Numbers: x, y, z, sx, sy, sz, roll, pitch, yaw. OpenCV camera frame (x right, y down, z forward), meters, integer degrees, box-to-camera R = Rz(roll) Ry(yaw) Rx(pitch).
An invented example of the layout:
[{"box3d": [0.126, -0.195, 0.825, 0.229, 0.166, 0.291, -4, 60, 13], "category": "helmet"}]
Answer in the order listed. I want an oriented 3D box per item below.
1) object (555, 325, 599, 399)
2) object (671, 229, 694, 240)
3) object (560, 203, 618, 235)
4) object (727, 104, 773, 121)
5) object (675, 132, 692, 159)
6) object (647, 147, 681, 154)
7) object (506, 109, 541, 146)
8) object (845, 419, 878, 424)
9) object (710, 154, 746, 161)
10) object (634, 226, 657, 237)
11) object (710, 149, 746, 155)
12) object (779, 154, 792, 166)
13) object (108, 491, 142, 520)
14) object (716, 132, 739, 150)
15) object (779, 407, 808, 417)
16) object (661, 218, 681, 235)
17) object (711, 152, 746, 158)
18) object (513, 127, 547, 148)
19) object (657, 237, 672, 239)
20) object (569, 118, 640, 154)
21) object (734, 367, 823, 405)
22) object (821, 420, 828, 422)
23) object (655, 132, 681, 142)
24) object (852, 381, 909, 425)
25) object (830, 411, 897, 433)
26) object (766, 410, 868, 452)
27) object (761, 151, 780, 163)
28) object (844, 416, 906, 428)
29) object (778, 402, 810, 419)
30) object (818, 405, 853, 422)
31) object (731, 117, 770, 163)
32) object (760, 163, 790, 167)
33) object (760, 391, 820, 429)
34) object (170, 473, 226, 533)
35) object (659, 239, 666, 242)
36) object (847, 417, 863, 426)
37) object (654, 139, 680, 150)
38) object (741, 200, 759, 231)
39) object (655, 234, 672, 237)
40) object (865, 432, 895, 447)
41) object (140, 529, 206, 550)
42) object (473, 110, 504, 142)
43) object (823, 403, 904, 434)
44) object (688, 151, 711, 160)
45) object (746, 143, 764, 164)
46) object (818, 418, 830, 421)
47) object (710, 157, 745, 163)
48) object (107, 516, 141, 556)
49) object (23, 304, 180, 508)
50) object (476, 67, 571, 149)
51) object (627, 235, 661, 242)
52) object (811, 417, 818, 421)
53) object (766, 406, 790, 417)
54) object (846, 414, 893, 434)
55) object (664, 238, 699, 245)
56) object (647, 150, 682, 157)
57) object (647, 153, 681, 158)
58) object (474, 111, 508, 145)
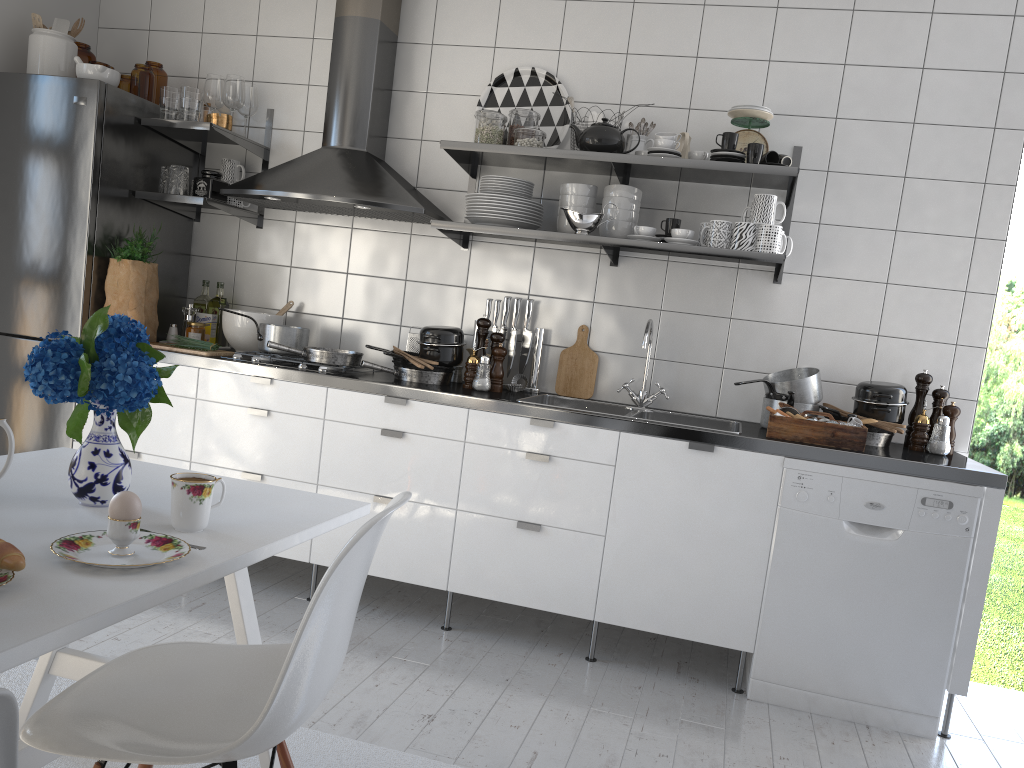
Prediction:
[{"box3d": [0.267, -0.092, 3.550, 0.157, 0.295, 0.047, 9, 6, 14], "category": "object"}, {"box3d": [0.592, -0.511, 3.086, 0.079, 0.048, 0.082, 9, 5, 26], "category": "object"}, {"box3d": [0.274, -0.594, 3.200, 0.210, 0.135, 0.101, 7, 5, -4], "category": "object"}, {"box3d": [0.866, -0.977, 3.221, 0.163, 0.047, 0.163, 5, 4, -27], "category": "object"}, {"box3d": [0.618, -0.856, 3.291, 0.127, 0.152, 0.115, 11, 7, 40], "category": "object"}, {"box3d": [0.533, -0.808, 3.117, 0.121, 0.024, 0.121, 8, 4, 9], "category": "object"}, {"box3d": [0.039, -0.943, 3.357, 0.121, 0.171, 0.121, 11, 6, 33], "category": "object"}, {"box3d": [1.077, 0.146, 2.974, 0.270, 0.095, 0.050, 9, 6, 19], "category": "object"}, {"box3d": [0.742, -0.768, 3.052, 0.121, 0.021, 0.121, 8, 4, 18], "category": "object"}, {"box3d": [0.470, -0.530, 3.141, 0.079, 0.048, 0.082, 8, 4, 6], "category": "object"}, {"box3d": [0.742, -0.787, 3.051, 0.121, 0.023, 0.120, 4, 5, -35], "category": "object"}, {"box3d": [0.922, -0.768, 3.051, 0.069, 0.059, 0.082, 7, 5, -8], "category": "object"}, {"box3d": [-0.597, 0.196, 1.368, 0.048, 0.063, 0.048, 9, 5, 18], "category": "object"}, {"box3d": [0.741, -0.822, 3.051, 0.070, 0.078, 0.055, 11, 6, 34], "category": "object"}, {"box3d": [0.935, 0.126, 2.997, 0.118, 0.099, 0.084, 8, 5, 7], "category": "object"}, {"box3d": [0.584, -0.566, 3.253, 0.055, 0.078, 0.070, 5, 6, -26], "category": "object"}, {"box3d": [0.744, -0.777, 3.051, 0.121, 0.023, 0.120, 3, 5, -45], "category": "object"}, {"box3d": [0.063, -0.886, 3.241, 0.121, 0.079, 0.121, 7, 4, 0], "category": "object"}, {"box3d": [0.584, -0.521, 3.250, 0.121, 0.023, 0.120, 6, 4, -15], "category": "object"}, {"box3d": [0.329, -0.880, 3.182, 0.178, 0.143, 0.199, 4, 6, -35], "category": "object"}, {"box3d": [0.943, 0.008, 3.201, 0.371, 0.169, 0.202, 7, 5, -9], "category": "object"}, {"box3d": [1.039, 0.154, 2.934, 0.068, 0.068, 0.026, 8, 6, 6], "category": "object"}, {"box3d": [0.541, -0.857, 3.111, 0.082, 0.068, 0.078, 10, 5, 29], "category": "object"}, {"box3d": [1.300, 0.071, 3.136, 0.190, 0.159, 0.196, 5, 5, -25], "category": "object"}, {"box3d": [1.184, 0.121, 3.041, 0.064, 0.044, 0.333, 6, 4, -19], "category": "object"}, {"box3d": [1.002, 0.141, 2.924, 0.300, 0.101, 0.210, 8, 4, 16], "category": "object"}, {"box3d": [0.884, -0.766, 3.048, 0.069, 0.058, 0.079, 6, 5, -13], "category": "object"}, {"box3d": [1.220, 0.127, 3.079, 0.065, 0.021, 0.334, 6, 4, -22], "category": "object"}, {"box3d": [1.034, 0.133, 3.009, 0.265, 0.107, 0.048, 8, 6, 10], "category": "object"}, {"box3d": [1.205, 0.125, 3.103, 0.245, 0.081, 0.355, 9, 4, 22], "category": "object"}, {"box3d": [0.852, -0.850, 3.223, 0.159, 0.209, 0.185, 8, 5, 14], "category": "object"}, {"box3d": [0.896, -0.739, 3.051, 0.121, 0.021, 0.121, 8, 4, 18], "category": "object"}, {"box3d": [1.014, 0.100, 3.150, 0.200, 0.154, 0.346, 7, 4, -2], "category": "object"}, {"box3d": [-0.567, 0.211, 1.576, 0.078, 0.096, 0.090, 8, 5, 7], "category": "object"}, {"box3d": [0.582, -0.511, 3.251, 0.121, 0.021, 0.120, 4, 5, -41], "category": "object"}, {"box3d": [1.121, 0.137, 2.914, 0.050, 0.058, 0.053, 8, 5, 7], "category": "object"}, {"box3d": [0.537, -0.829, 3.114, 0.079, 0.050, 0.082, 6, 4, -13], "category": "object"}, {"box3d": [0.882, -0.599, 3.169, 0.083, 0.100, 0.108, 6, 5, -17], "category": "object"}, {"box3d": [0.583, -0.531, 3.251, 0.121, 0.023, 0.120, 7, 4, -6], "category": "object"}, {"box3d": [1.172, 0.168, 3.137, 0.351, 0.061, 0.231, 7, 4, -8], "category": "object"}, {"box3d": [-0.576, 0.259, 1.479, 0.139, 0.011, 0.032, 8, 4, 17], "category": "object"}, {"box3d": [-0.095, -0.966, 3.442, 0.121, 0.171, 0.121, 11, 6, 33], "category": "object"}, {"box3d": [1.199, 0.116, 3.048, 0.059, 0.061, 0.332, 5, 5, -28], "category": "object"}, {"box3d": [0.661, -0.796, 3.148, 0.079, 0.048, 0.082, 9, 5, 26], "category": "object"}, {"box3d": [0.826, -0.773, 3.002, 0.055, 0.077, 0.070, 5, 5, -23], "category": "object"}, {"box3d": [1.043, 0.149, 2.956, 0.068, 0.067, 0.035, 7, 5, -5], "category": "object"}, {"box3d": [0.741, -0.758, 3.053, 0.121, 0.021, 0.121, 7, 4, -9], "category": "object"}, {"box3d": [-0.602, 0.233, 1.372, 0.048, 0.057, 0.047, 4, 6, -35], "category": "object"}, {"box3d": [-0.768, 0.038, 1.657, 0.265, 0.378, 0.235, 9, 6, 16], "category": "object"}, {"box3d": [0.043, -1.066, 3.533, 0.394, 0.395, 0.053, 8, 6, 14], "category": "object"}, {"box3d": [0.468, -0.509, 3.144, 0.121, 0.021, 0.121, 8, 4, 11], "category": "object"}, {"box3d": [0.994, 0.137, 2.967, 0.054, 0.059, 0.068, 8, 5, 10], "category": "object"}, {"box3d": [0.927, 0.134, 2.896, 0.216, 0.094, 0.030, 11, 7, 39], "category": "object"}, {"box3d": [1.191, 0.137, 3.108, 0.347, 0.082, 0.242, 5, 5, -35], "category": "object"}, {"box3d": [0.590, -0.490, 3.089, 0.121, 0.021, 0.121, 8, 4, 18], "category": "object"}, {"box3d": [0.536, -0.798, 3.117, 0.121, 0.021, 0.121, 8, 4, 18], "category": "object"}, {"box3d": [0.534, -0.789, 3.118, 0.121, 0.021, 0.121, 8, 4, 18], "category": "object"}, {"box3d": [-0.083, -0.933, 3.284, 0.121, 0.131, 0.121, 7, 5, 0], "category": "object"}]
